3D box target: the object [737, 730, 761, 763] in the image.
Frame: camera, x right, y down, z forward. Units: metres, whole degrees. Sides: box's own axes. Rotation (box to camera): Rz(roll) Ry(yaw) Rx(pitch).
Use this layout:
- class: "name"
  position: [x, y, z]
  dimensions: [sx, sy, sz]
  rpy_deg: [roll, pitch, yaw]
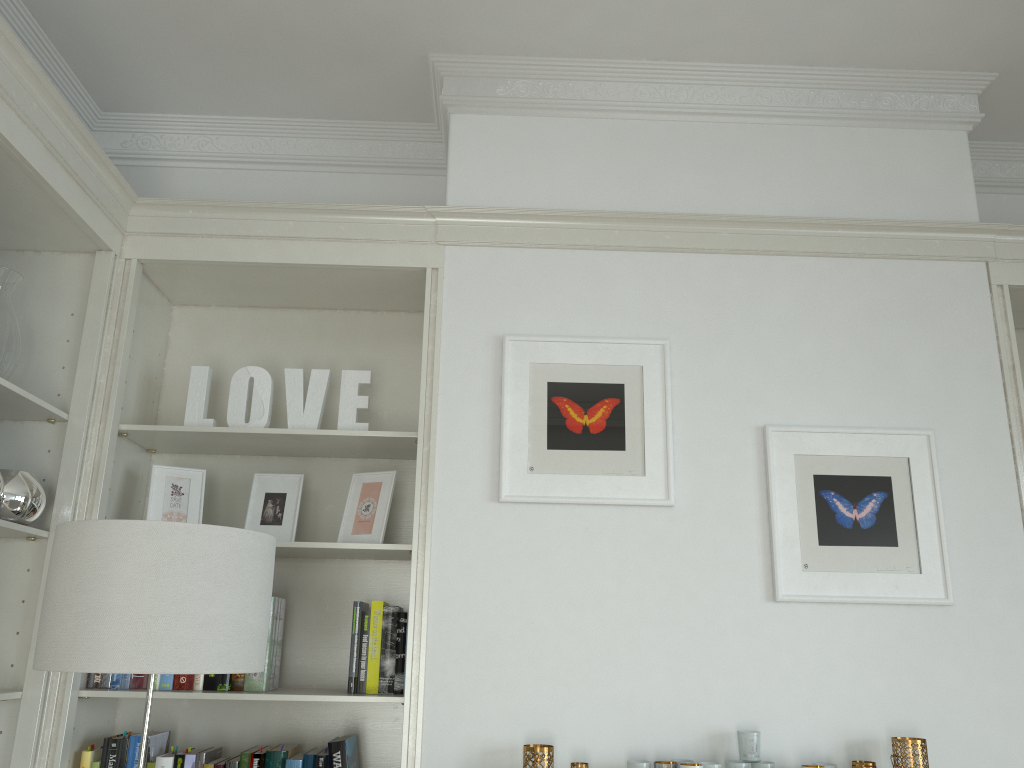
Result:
- class: "object"
  position: [0.611, 0.934, 2.283]
  dimensions: [0.060, 0.073, 0.060]
  rpy_deg: [12, -20, -33]

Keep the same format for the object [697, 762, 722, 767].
- class: "object"
  position: [0.497, 0.990, 2.224]
  dimensions: [0.060, 0.073, 0.060]
  rpy_deg: [-5, -18, 21]

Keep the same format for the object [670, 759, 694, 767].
- class: "object"
  position: [0.435, 0.999, 2.260]
  dimensions: [0.060, 0.073, 0.060]
  rpy_deg: [12, -20, -33]

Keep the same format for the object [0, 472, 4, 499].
- class: "object"
  position: [-1.315, 0.241, 2.111]
  dimensions: [0.185, 0.140, 0.185]
  rpy_deg: [-4, -17, 18]

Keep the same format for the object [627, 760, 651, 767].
- class: "object"
  position: [0.318, 0.986, 2.225]
  dimensions: [0.060, 0.073, 0.060]
  rpy_deg: [12, -20, -33]

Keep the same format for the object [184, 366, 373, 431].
- class: "object"
  position: [-0.709, 0.056, 2.712]
  dimensions: [0.554, 0.216, 0.039]
  rpy_deg: [2, -16, -1]

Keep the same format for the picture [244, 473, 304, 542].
- class: "picture"
  position: [-0.723, 0.383, 2.700]
  dimensions: [0.153, 0.228, 0.094]
  rpy_deg: [2, -16, -1]

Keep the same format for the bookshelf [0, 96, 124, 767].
- class: "bookshelf"
  position: [-1.394, 0.614, 1.878]
  dimensions: [0.399, 2.523, 0.972]
  rpy_deg: [2, -16, -1]

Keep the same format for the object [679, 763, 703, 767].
- class: "object"
  position: [0.443, 0.978, 2.187]
  dimensions: [0.060, 0.073, 0.060]
  rpy_deg: [12, -20, -33]

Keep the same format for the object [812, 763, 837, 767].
- class: "object"
  position: [0.796, 1.003, 2.248]
  dimensions: [0.060, 0.073, 0.060]
  rpy_deg: [12, -20, -33]

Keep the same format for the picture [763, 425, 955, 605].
- class: "picture"
  position: [0.975, 0.366, 2.510]
  dimensions: [0.494, 0.496, 0.024]
  rpy_deg: [2, -16, -1]

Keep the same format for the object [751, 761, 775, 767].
- class: "object"
  position: [0.642, 1.004, 2.262]
  dimensions: [0.060, 0.073, 0.060]
  rpy_deg: [12, -20, -33]

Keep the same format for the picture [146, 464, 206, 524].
- class: "picture"
  position: [-0.999, 0.356, 2.632]
  dimensions: [0.153, 0.228, 0.094]
  rpy_deg: [9, -18, -25]

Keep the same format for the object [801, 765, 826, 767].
- class: "object"
  position: [0.751, 0.989, 2.204]
  dimensions: [0.060, 0.073, 0.060]
  rpy_deg: [12, -20, -33]

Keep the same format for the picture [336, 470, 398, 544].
- class: "picture"
  position: [-0.425, 0.372, 2.643]
  dimensions: [0.153, 0.228, 0.094]
  rpy_deg: [-6, -18, 23]

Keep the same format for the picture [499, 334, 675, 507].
- class: "picture"
  position: [0.215, 0.100, 2.566]
  dimensions: [0.494, 0.496, 0.024]
  rpy_deg: [2, -16, -1]

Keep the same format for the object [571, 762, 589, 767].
- class: "object"
  position: [0.167, 0.981, 2.206]
  dimensions: [0.047, 0.068, 0.054]
  rpy_deg: [-7, -18, 25]

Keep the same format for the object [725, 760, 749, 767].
- class: "object"
  position: [0.575, 1.002, 2.259]
  dimensions: [0.060, 0.073, 0.060]
  rpy_deg: [12, -20, -33]

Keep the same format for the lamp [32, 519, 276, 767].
- class: "lamp"
  position: [-0.725, 1.144, 1.591]
  dimensions: [0.429, 1.739, 0.429]
  rpy_deg: [-9, -19, 31]

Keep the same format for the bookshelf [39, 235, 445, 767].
- class: "bookshelf"
  position: [-0.726, 0.825, 2.544]
  dimensions: [0.988, 2.523, 0.399]
  rpy_deg: [2, -16, -1]

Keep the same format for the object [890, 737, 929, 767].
- class: "object"
  position: [1.013, 0.973, 2.248]
  dimensions: [0.087, 0.140, 0.090]
  rpy_deg: [-11, -20, 35]

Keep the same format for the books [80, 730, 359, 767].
- class: "books"
  position: [-0.787, 1.125, 2.463]
  dimensions: [0.763, 0.302, 0.215]
  rpy_deg: [1, -16, 0]

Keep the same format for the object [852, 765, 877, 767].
- class: "object"
  position: [0.870, 0.982, 2.181]
  dimensions: [0.060, 0.079, 0.060]
  rpy_deg: [10, -19, -28]

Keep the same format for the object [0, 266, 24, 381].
- class: "object"
  position: [-1.432, -0.132, 2.400]
  dimensions: [0.193, 0.362, 0.193]
  rpy_deg: [6, -17, -17]

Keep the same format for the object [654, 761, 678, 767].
- class: "object"
  position: [0.385, 0.986, 2.217]
  dimensions: [0.060, 0.073, 0.060]
  rpy_deg: [12, -20, -33]

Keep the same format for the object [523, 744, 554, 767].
- class: "object"
  position: [0.066, 0.967, 2.233]
  dimensions: [0.080, 0.104, 0.080]
  rpy_deg: [12, -20, -32]

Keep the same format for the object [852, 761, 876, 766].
- class: "object"
  position: [0.900, 1.006, 2.259]
  dimensions: [0.060, 0.079, 0.060]
  rpy_deg: [12, -20, -32]

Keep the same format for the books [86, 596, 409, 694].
- class: "books"
  position: [-0.725, 0.737, 2.595]
  dimensions: [0.919, 0.301, 0.209]
  rpy_deg: [1, -16, -1]

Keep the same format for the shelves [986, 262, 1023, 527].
- class: "shelves"
  position: [1.938, 0.898, 2.597]
  dimensions: [0.992, 2.523, 0.399]
  rpy_deg: [2, -16, -1]

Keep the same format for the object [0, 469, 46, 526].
- class: "object"
  position: [-1.320, 0.302, 2.317]
  dimensions: [0.185, 0.140, 0.185]
  rpy_deg: [-4, -17, 18]
